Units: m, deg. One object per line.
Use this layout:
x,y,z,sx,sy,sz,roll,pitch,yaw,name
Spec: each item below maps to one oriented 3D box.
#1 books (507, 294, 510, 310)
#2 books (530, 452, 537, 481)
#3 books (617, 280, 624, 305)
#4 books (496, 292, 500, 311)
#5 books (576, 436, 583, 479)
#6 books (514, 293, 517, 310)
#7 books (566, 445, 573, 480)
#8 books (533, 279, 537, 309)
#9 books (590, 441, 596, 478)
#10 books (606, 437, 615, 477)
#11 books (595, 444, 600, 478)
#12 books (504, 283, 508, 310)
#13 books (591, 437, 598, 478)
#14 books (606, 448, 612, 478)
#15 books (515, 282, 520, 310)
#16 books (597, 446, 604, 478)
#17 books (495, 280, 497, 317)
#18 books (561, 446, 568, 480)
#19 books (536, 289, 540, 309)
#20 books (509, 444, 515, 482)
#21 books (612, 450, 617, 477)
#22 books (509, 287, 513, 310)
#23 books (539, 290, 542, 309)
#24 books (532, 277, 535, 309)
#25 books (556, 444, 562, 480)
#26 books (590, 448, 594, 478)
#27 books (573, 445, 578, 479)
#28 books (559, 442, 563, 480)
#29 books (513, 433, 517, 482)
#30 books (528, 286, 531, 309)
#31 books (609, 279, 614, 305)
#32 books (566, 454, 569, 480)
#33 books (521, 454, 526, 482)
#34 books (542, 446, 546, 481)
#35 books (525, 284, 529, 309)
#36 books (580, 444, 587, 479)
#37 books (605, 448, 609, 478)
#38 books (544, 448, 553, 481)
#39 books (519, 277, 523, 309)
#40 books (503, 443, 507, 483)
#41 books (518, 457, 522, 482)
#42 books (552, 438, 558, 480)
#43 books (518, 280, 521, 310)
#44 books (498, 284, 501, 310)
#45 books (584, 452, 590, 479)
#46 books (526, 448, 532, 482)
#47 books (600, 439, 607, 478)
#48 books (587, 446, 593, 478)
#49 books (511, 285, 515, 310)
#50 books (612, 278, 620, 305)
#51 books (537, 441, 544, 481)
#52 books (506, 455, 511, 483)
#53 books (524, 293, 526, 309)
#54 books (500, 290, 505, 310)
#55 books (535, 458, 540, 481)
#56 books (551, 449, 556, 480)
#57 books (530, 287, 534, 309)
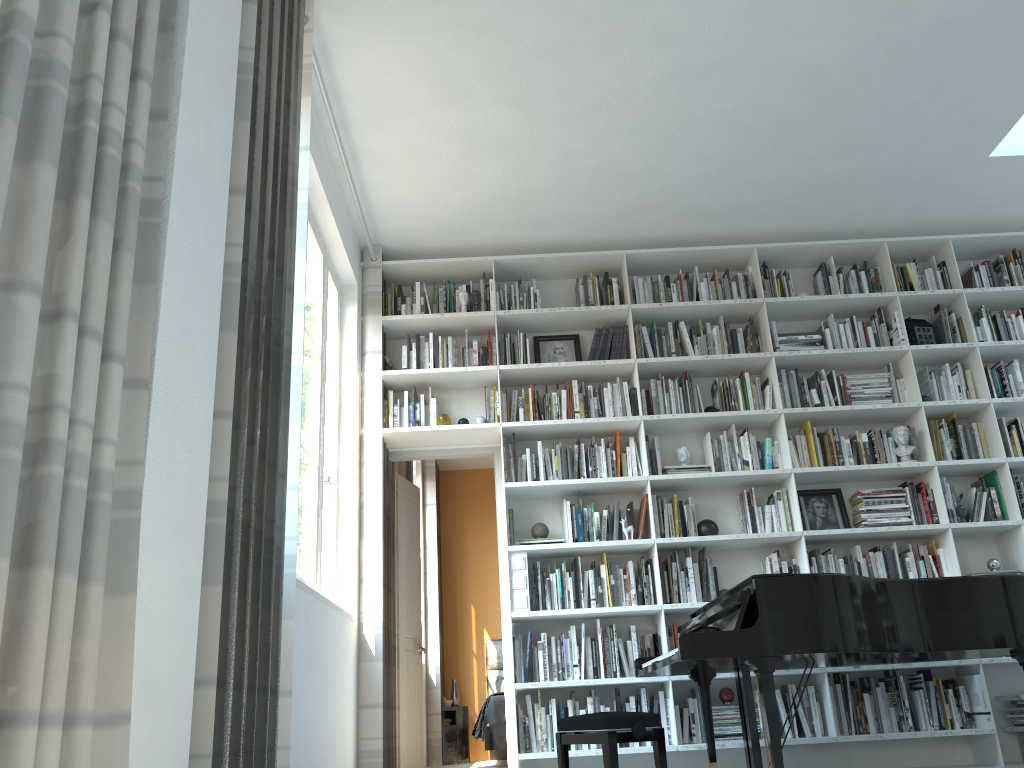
-0.020,-0.469,5.755,0.017,0.193,0.129,-3,-21,-1,books
0.127,0.537,5.344,0.028,0.203,0.189,-3,-21,-1,books
0.705,-0.531,5.777,0.039,0.251,0.147,-3,-21,-1,books
-0.089,-0.475,5.745,0.017,0.203,0.143,-3,-21,-1,books
0.411,0.484,5.381,0.013,0.298,0.152,-3,-21,-1,books
0.024,-0.472,5.754,0.014,0.191,0.147,-3,-21,-1,books
0.348,0.514,5.370,0.023,0.241,0.185,-3,-21,-1,books
0.153,-0.521,5.783,0.015,0.292,0.131,-3,-21,-1,books
0.492,0.494,5.381,0.012,0.271,0.146,-3,-21,-1,books
0.602,0.485,5.399,0.015,0.291,0.144,-3,-21,-1,books
0.515,0.507,5.388,0.011,0.250,0.140,-3,-21,-1,books
-0.036,-0.500,5.752,0.012,0.248,0.180,-3,-21,-1,books
0.502,0.485,5.401,0.011,0.303,0.130,-3,-21,-1,books
0.586,0.517,5.382,0.021,0.220,0.149,-3,-21,-1,books
0.037,-0.509,5.753,0.016,0.260,0.155,-3,-21,-1,books
0.534,0.514,5.395,0.028,0.241,0.132,-3,-21,-1,books
-0.103,-0.509,5.767,0.007,0.284,0.160,-3,-21,-1,books
0.314,0.515,5.361,0.024,0.236,0.167,-3,-21,-1,books
0.169,-0.486,5.751,0.014,0.201,0.171,-3,-21,-1,books
0.001,0.515,5.357,0.027,0.265,0.176,-3,-21,-1,books
0.618,0.520,5.370,0.013,0.202,0.162,-3,-21,-1,books
-0.005,-0.491,5.746,0.013,0.224,0.177,-3,-21,-1,books
0.182,-0.487,5.762,0.013,0.209,0.137,-3,-21,-1,books
0.142,-0.529,5.773,0.007,0.300,0.146,-3,-21,-1,books
0.280,0.512,5.361,0.021,0.246,0.189,-3,-21,-1,books
0.481,0.518,5.377,0.013,0.227,0.152,-3,-21,-1,books
0.382,0.512,5.390,0.048,0.255,0.142,-3,-21,-1,books
0.296,0.506,5.382,0.011,0.270,0.158,-3,-21,-1,books
0.019,0.482,5.366,0.012,0.332,0.185,-3,-21,-1,books
0.113,-0.494,5.746,0.013,0.219,0.182,-3,-21,-1,books
0.642,-0.533,5.776,0.022,0.259,0.152,-3,-21,-1,books
0.332,0.539,5.381,0.010,0.203,0.139,-3,-21,-1,books
0.070,0.547,5.368,0.042,0.208,0.144,-3,-21,-1,books
0.190,0.519,5.365,0.011,0.245,0.177,-3,-21,-1,books
0.099,-0.506,5.760,0.013,0.252,0.129,-3,-21,-1,books
0.429,0.507,5.384,0.021,0.255,0.156,-3,-21,-1,books
0.569,0.518,5.378,0.012,0.216,0.161,-3,-21,-1,books
0.220,0.527,5.387,0.049,0.242,0.140,-3,-21,-1,books
0.059,-0.525,5.742,0.015,0.278,0.191,-3,-21,-1,books
-0.041,0.518,5.384,0.012,0.284,0.160,-3,-21,-1,books
0.047,0.554,5.346,0.037,0.181,0.190,-3,-21,-1,books
0.263,0.494,5.377,0.011,0.292,0.184,-3,-21,-1,books
0.048,-0.515,5.754,0.007,0.271,0.155,-3,-21,-1,books
-0.078,-0.499,5.760,0.007,0.257,0.157,-3,-21,-1,books
0.451,0.531,5.375,0.021,0.204,0.130,-3,-21,-1,books
0.102,0.527,5.358,0.022,0.234,0.178,-3,-21,-1,books
0.555,0.487,5.374,0.015,0.274,0.158,-3,-21,-1,books
0.468,0.513,5.367,0.013,0.228,0.177,-3,-21,-1,books
0.008,-0.498,5.753,0.016,0.242,0.157,-3,-21,-1,books
0.669,-0.536,5.763,0.031,0.253,0.179,-3,-21,-1,books
0.172,0.506,5.378,0.023,0.280,0.175,-3,-21,-1,books
-0.021,0.549,5.362,0.026,0.208,0.155,-3,-21,-1,books
0.082,-0.474,5.742,0.026,0.182,0.162,-3,-21,-1,books
-0.057,-0.477,5.752,0.032,0.209,0.159,-3,-21,-1,books
0.152,0.559,5.383,0.021,0.187,0.129,-3,-21,-1,books
0.252,0.525,5.367,0.014,0.229,0.149,-3,-21,-1,books
0.130,-0.495,5.738,0.021,0.213,0.174,-3,-21,-1,books
